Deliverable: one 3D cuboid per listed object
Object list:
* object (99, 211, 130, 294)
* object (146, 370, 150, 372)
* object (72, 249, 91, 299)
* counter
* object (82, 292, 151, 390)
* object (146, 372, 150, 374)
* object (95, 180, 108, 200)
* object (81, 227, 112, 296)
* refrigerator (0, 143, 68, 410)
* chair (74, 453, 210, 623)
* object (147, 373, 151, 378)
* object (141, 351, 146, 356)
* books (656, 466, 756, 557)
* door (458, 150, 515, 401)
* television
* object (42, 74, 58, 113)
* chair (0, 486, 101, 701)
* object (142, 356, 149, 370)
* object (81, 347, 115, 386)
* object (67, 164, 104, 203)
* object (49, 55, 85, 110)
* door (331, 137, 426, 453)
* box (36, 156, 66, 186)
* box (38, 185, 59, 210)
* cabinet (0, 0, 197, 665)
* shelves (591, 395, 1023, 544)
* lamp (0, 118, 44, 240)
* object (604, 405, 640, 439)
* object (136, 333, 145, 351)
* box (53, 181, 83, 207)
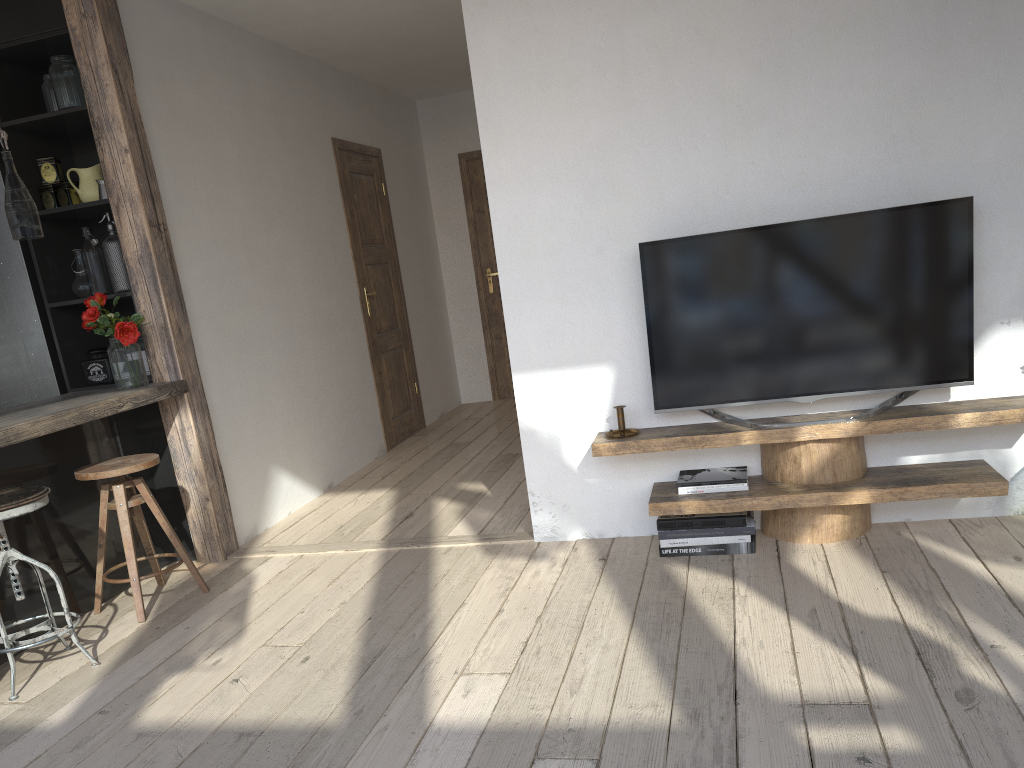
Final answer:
[{"bbox_3d":[-1.738,-0.580,3.874,0.108,0.360,0.106,5,19,43],"label":"object"},{"bbox_3d":[-1.684,-0.060,4.092,0.212,0.025,0.211,-11,9,-22],"label":"object"},{"bbox_3d":[-1.969,-0.505,4.052,0.132,0.226,0.128,-2,14,26],"label":"object"},{"bbox_3d":[-2.892,0.817,2.504,2.247,0.875,3.712,-6,8,15],"label":"counter"},{"bbox_3d":[-1.681,-0.189,3.768,0.246,0.426,0.310,-19,16,-41],"label":"object"},{"bbox_3d":[-1.683,-0.052,4.094,0.213,0.025,0.211,-10,8,-17],"label":"object"},{"bbox_3d":[-1.749,-0.841,3.806,0.093,0.098,0.072,-5,12,15],"label":"object"},{"bbox_3d":[-1.871,-0.545,3.933,0.086,0.310,0.083,-6,14,6],"label":"object"},{"bbox_3d":[-2.461,-0.092,4.443,0.945,1.974,0.826,-4,14,14],"label":"refrigerator"},{"bbox_3d":[-1.522,0.608,3.556,0.340,0.612,0.332,1,15,34],"label":"chair"},{"bbox_3d":[-1.682,-0.044,4.096,0.212,0.025,0.212,-12,9,-27],"label":"object"},{"bbox_3d":[-1.691,-0.110,4.079,0.162,0.087,0.158,-3,11,28],"label":"object"},{"bbox_3d":[0.743,0.488,3.369,0.361,0.272,0.282,-5,11,15],"label":"books"},{"bbox_3d":[0.146,-0.920,7.384,0.943,2.127,0.079,-4,15,14],"label":"door"},{"bbox_3d":[1.039,-0.219,3.141,1.105,0.726,0.200,-5,14,15],"label":"television"},{"bbox_3d":[-1.954,-1.239,3.802,0.124,0.177,0.125,-16,15,-35],"label":"object"},{"bbox_3d":[-1.675,0.689,2.979,0.346,0.654,0.351,-19,17,-40],"label":"chair"},{"bbox_3d":[-1.688,-0.092,4.084,0.162,0.087,0.158,-3,11,28],"label":"object"},{"bbox_3d":[-1.902,-0.087,4.093,0.134,0.169,0.130,-7,12,5],"label":"object"},{"bbox_3d":[-1.852,-0.875,3.881,0.149,0.175,0.132,-8,12,1],"label":"object"},{"bbox_3d":[-1.857,-1.253,3.683,0.125,0.212,0.121,-3,13,19],"label":"object"},{"bbox_3d":[-0.913,-0.612,6.235,0.082,2.127,0.816,-4,14,14],"label":"door"},{"bbox_3d":[-2.034,-0.938,3.886,0.082,0.116,0.081,-9,12,-5],"label":"box"},{"bbox_3d":[-2.049,-0.826,3.935,0.083,0.116,0.080,-5,13,14],"label":"box"},{"bbox_3d":[-3.025,-0.027,2.503,2.098,2.573,4.102,-5,10,15],"label":"cabinet"},{"bbox_3d":[1.117,0.359,3.243,1.606,0.463,0.321,-6,12,15],"label":"shelves"},{"bbox_3d":[-1.830,-1.208,3.084,0.226,1.378,0.106,-4,15,16],"label":"lamp"},{"bbox_3d":[0.421,0.143,3.392,0.139,0.115,0.136,-8,11,-3],"label":"object"},{"bbox_3d":[-1.779,-0.146,4.234,0.125,0.212,0.121,-8,13,1],"label":"object"},{"bbox_3d":[-1.965,-0.834,3.909,0.083,0.116,0.080,-2,13,24],"label":"box"}]
